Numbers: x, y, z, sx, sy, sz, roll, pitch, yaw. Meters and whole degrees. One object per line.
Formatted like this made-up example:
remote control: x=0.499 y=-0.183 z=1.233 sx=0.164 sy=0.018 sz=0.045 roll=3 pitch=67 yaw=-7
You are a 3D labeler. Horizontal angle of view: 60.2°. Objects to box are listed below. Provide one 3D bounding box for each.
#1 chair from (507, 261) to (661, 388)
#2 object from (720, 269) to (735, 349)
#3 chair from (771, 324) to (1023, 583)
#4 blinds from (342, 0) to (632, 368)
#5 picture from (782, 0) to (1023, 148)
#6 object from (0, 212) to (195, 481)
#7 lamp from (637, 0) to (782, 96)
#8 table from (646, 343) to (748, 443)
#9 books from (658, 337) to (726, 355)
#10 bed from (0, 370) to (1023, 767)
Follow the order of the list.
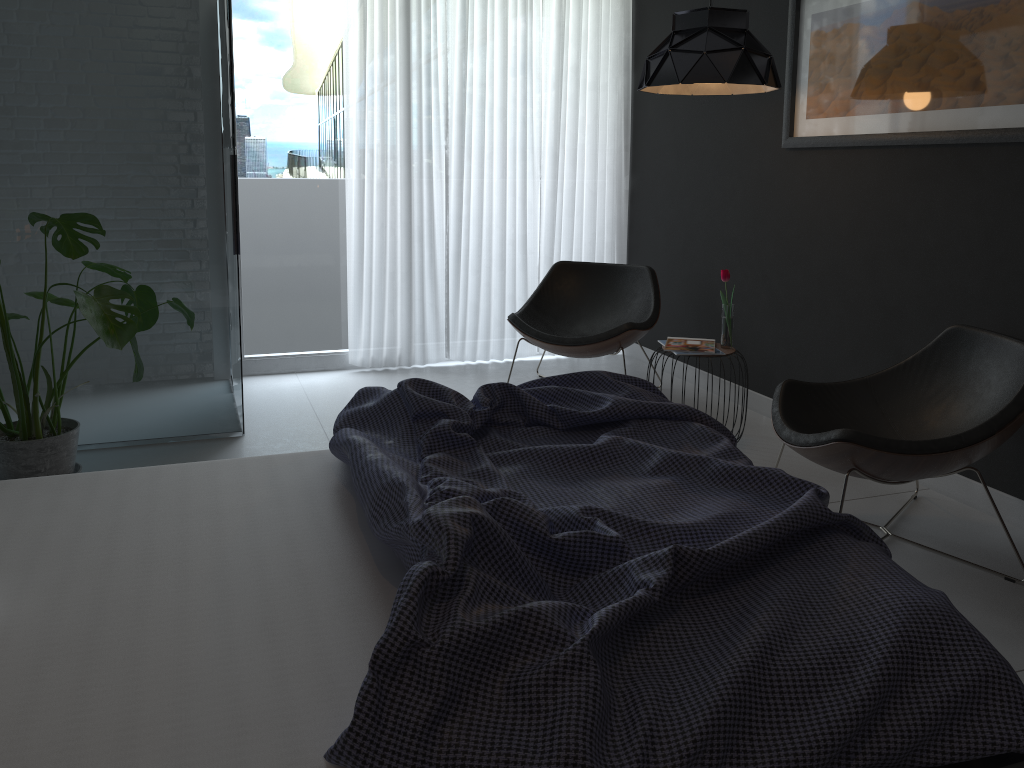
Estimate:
chair: x=0.408 y=-0.295 z=4.862 sx=0.791 sy=0.682 sz=0.825 roll=6 pitch=13 yaw=22
object: x=0.959 y=-0.333 z=3.945 sx=0.066 sy=0.351 sz=0.077 roll=3 pitch=9 yaw=12
chair: x=1.310 y=0.178 z=2.983 sx=0.813 sy=0.682 sz=0.802 roll=1 pitch=12 yaw=1
blinds: x=-0.100 y=-1.465 z=5.423 sx=1.855 sy=2.661 sz=0.138 roll=-3 pitch=10 yaw=-20
picture: x=1.630 y=-1.254 z=3.261 sx=0.041 sy=0.712 sz=1.978 roll=-3 pitch=14 yaw=-19
object: x=-1.660 y=-0.095 z=3.211 sx=0.851 sy=1.034 sz=1.005 roll=0 pitch=11 yaw=-2
lamp: x=0.847 y=-1.703 z=3.724 sx=0.582 sy=0.891 sz=0.617 roll=0 pitch=11 yaw=-2
table: x=0.837 y=0.049 z=4.012 sx=0.454 sy=0.429 sz=0.455 roll=-10 pitch=15 yaw=-41
books: x=-2.156 y=0.596 z=1.457 sx=8.291 sy=0.367 sz=0.409 roll=-11 pitch=17 yaw=-40
bed: x=-0.498 y=-0.205 z=1.666 sx=2.611 sy=2.015 sz=2.594 roll=-4 pitch=13 yaw=-19
